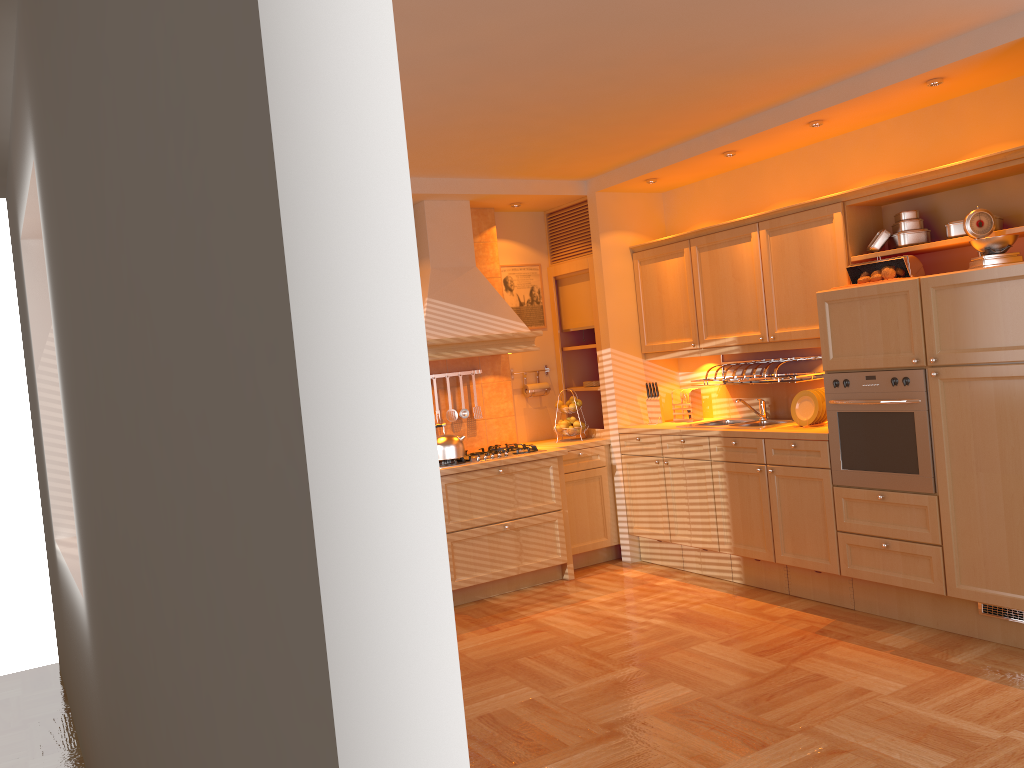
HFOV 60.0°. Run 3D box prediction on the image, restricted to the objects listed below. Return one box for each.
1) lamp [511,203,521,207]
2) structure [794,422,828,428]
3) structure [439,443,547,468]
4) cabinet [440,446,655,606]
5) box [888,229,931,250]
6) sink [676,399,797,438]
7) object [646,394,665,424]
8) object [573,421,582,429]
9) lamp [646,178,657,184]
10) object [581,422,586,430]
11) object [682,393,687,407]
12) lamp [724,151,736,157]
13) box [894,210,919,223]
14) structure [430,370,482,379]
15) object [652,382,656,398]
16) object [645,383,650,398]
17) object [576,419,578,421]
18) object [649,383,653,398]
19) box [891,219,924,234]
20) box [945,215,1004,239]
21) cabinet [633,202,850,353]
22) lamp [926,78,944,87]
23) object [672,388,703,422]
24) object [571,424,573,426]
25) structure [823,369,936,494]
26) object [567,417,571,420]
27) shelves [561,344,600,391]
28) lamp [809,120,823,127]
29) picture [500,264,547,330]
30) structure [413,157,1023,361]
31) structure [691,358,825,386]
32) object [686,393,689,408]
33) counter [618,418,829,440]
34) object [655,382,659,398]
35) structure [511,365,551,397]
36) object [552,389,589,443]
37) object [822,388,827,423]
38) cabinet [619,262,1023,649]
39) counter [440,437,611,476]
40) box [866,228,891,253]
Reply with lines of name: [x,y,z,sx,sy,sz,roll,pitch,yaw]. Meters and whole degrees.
lamp: [0.027,-1.267,6.287,0.070,0.021,0.070,-4,2,43]
structure: [1.725,0.233,5.079,0.219,0.010,0.084,-6,2,-27]
structure: [-0.233,0.467,5.893,0.797,0.051,0.494,-7,2,-30]
cabinet: [0.020,0.925,5.899,2.850,0.840,1.141,-7,2,-30]
box: [2.076,-0.749,4.640,0.169,0.090,0.242,-6,2,6]
sink: [1.450,0.258,5.563,0.465,0.336,0.746,-7,2,-30]
object: [1.007,0.177,6.231,0.100,0.200,0.070,-5,2,33]
object: [0.468,0.291,6.338,0.063,0.060,0.064,-6,2,-15]
lamp: [0.926,-1.345,5.884,0.070,0.021,0.070,-5,2,20]
object: [0.508,0.308,6.453,0.059,0.059,0.058,-5,2,13]
object: [1.204,0.156,6.129,0.042,0.192,0.040,-5,2,20]
lamp: [1.293,-1.365,5.265,0.070,0.021,0.070,-5,2,9]
box: [2.064,-0.872,4.637,0.098,0.052,0.140,-6,2,6]
structure: [-0.430,-0.064,6.115,0.506,0.024,0.009,-7,2,-30]
object: [1.000,0.119,6.213,0.019,0.265,0.038,-4,2,43]
object: [0.962,0.123,6.238,0.019,0.265,0.037,-5,2,24]
object: [0.468,0.285,6.422,0.057,0.059,0.058,-5,2,23]
object: [0.980,0.121,6.226,0.019,0.265,0.038,-4,2,43]
box: [2.070,-0.817,4.638,0.124,0.066,0.177,-6,2,6]
box: [2.255,-0.758,4.323,0.242,0.090,0.169,-4,2,41]
cabinet: [1.482,-0.611,5.608,0.332,0.712,1.792,-7,2,-30]
lamp: [1.964,-1.399,4.118,0.070,0.021,0.070,-5,2,20]
object: [1.219,0.147,6.178,0.103,0.221,0.200,-7,2,-30]
object: [0.434,0.292,6.472,0.059,0.055,0.058,-6,2,-23]
structure: [1.786,0.231,4.379,0.066,0.583,0.576,-7,2,-30]
object: [0.420,0.261,6.427,0.051,0.048,0.050,-6,2,3]
shelves: [0.778,0.040,6.683,0.582,0.702,0.600,-7,2,-30]
lamp: [1.616,-1.381,4.711,0.070,0.021,0.070,-5,2,20]
picture: [0.083,-0.651,6.641,0.366,0.491,0.007,-7,2,-30]
structure: [0.966,-0.758,5.008,4.091,1.148,1.061,-5,2,34]
structure: [1.549,-0.073,5.631,0.300,0.126,0.900,-7,2,-30]
object: [1.219,0.158,6.122,0.020,0.196,0.017,-6,2,-5]
counter: [1.453,0.270,5.564,0.600,0.038,1.800,-7,2,-30]
object: [1.020,0.118,6.200,0.019,0.265,0.037,-4,2,43]
structure: [0.170,-0.018,6.603,0.320,0.220,0.126,-7,2,-30]
object: [0.416,0.222,6.424,0.265,0.376,0.265,-5,2,19]
object: [1.792,0.123,5.119,0.049,0.200,0.205,-7,2,-29]
cabinet: [1.754,0.345,5.043,0.625,1.700,3.000,-7,2,-30]
counter: [-0.374,0.523,5.895,2.250,0.038,0.770,-7,2,-30]
box: [1.946,-0.757,4.708,0.117,0.129,0.098,-6,2,6]
